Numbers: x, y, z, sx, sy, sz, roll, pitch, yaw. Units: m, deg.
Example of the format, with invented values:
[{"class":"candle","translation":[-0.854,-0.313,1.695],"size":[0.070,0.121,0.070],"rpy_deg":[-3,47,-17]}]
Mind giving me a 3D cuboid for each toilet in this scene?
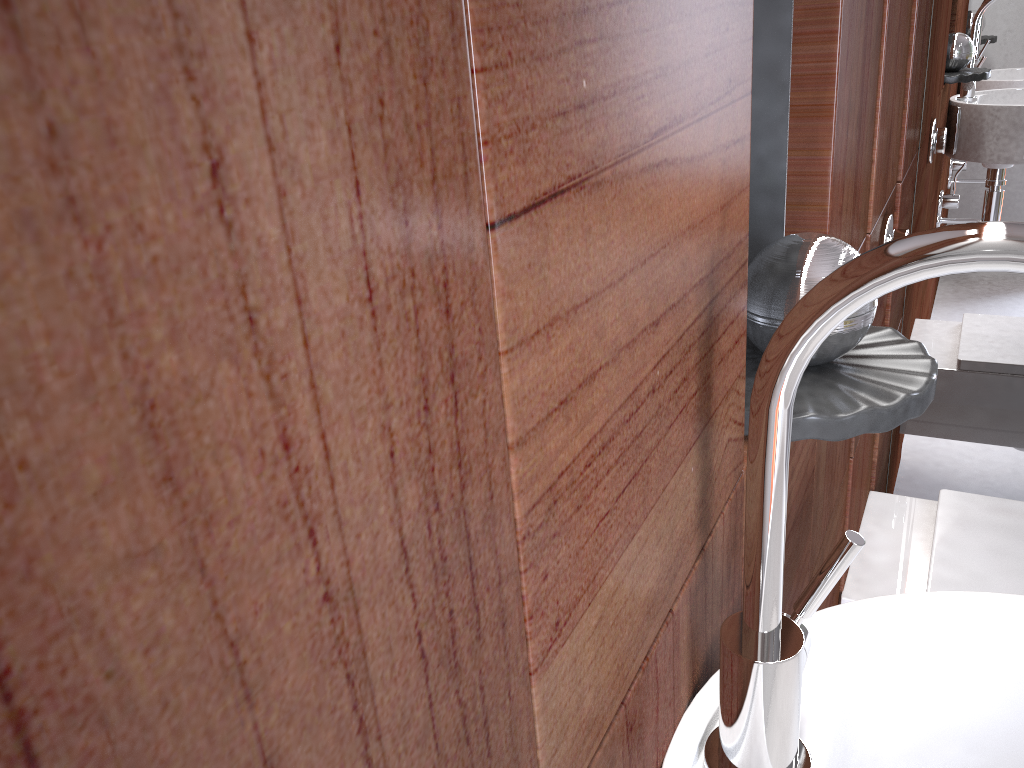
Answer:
[{"class":"toilet","translation":[0.811,0.389,1.364],"size":[0.547,0.284,0.329],"rpy_deg":[7,26,27]}]

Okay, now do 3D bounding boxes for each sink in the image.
[{"class":"sink","translation":[0.279,0.276,0.435],"size":[0.417,0.715,0.415],"rpy_deg":[7,26,27]}]

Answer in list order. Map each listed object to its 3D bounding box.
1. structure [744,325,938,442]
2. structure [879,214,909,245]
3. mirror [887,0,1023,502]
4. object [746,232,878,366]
[{"class":"structure","translation":[0.222,-0.013,0.718],"size":[0.222,0.023,0.220],"rpy_deg":[3,24,17]},{"class":"structure","translation":[0.539,-0.190,1.249],"size":[0.034,0.098,0.098],"rpy_deg":[7,26,27]},{"class":"mirror","translation":[1.350,-0.595,1.174],"size":[1.433,2.183,0.019],"rpy_deg":[7,26,27]},{"class":"object","translation":[-0.055,0.176,0.187],"size":[0.104,0.104,1.350],"rpy_deg":[7,26,27]}]
